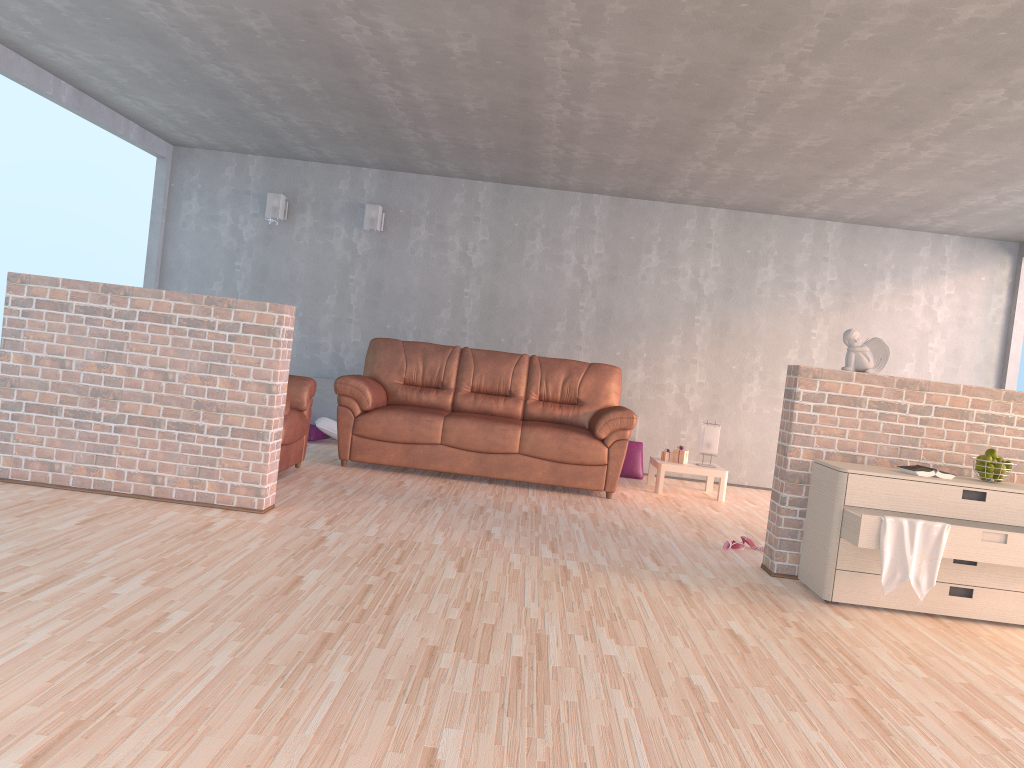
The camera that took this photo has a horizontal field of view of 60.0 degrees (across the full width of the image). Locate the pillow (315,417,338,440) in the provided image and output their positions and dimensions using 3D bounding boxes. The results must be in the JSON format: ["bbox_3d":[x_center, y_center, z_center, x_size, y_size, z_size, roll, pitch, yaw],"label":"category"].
[{"bbox_3d":[-1.544,0.402,7.737,0.357,0.205,0.388,6,2,-12],"label":"pillow"}]

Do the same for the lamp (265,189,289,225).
[{"bbox_3d":[-2.121,-1.590,7.972,0.165,0.319,0.168,7,2,1],"label":"lamp"}]

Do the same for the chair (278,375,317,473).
[{"bbox_3d":[-1.821,0.059,5.718,0.936,0.879,0.970,7,2,0],"label":"chair"}]

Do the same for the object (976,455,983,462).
[{"bbox_3d":[2.210,0.360,4.173,0.049,0.053,0.054,8,2,32],"label":"object"}]

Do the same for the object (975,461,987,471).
[{"bbox_3d":[2.187,0.381,4.135,0.046,0.044,0.046,7,2,-3],"label":"object"}]

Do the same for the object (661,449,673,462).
[{"bbox_3d":[1.286,0.577,7.195,0.152,0.105,0.080,6,2,-30],"label":"object"}]

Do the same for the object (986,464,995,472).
[{"bbox_3d":[2.209,0.388,4.098,0.038,0.040,0.039,7,2,10],"label":"object"}]

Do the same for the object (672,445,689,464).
[{"bbox_3d":[1.355,0.564,7.121,0.099,0.147,0.102,8,2,30],"label":"object"}]

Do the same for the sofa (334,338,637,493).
[{"bbox_3d":[-0.192,0.195,6.793,2.202,0.923,0.981,7,2,1],"label":"sofa"}]

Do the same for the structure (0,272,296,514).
[{"bbox_3d":[-1.889,0.041,4.550,1.422,1.057,0.211,7,2,1],"label":"structure"}]

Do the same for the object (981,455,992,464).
[{"bbox_3d":[2.199,0.349,4.109,0.046,0.045,0.046,7,2,0],"label":"object"}]

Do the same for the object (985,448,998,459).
[{"bbox_3d":[2.244,0.329,4.151,0.054,0.056,0.054,7,2,1],"label":"object"}]

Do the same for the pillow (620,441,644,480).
[{"bbox_3d":[0.992,0.659,7.786,0.327,0.326,0.241,7,2,-5],"label":"pillow"}]

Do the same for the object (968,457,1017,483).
[{"bbox_3d":[2.241,0.408,4.146,0.202,0.104,0.202,7,2,-5],"label":"object"}]

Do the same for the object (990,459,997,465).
[{"bbox_3d":[2.234,0.365,4.123,0.039,0.038,0.039,8,2,30],"label":"object"}]

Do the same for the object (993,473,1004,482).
[{"bbox_3d":[2.266,0.433,4.130,0.046,0.048,0.048,6,2,-10],"label":"object"}]

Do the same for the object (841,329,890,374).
[{"bbox_3d":[1.765,-0.162,4.455,0.216,0.218,0.131,7,2,0],"label":"object"}]

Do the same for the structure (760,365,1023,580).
[{"bbox_3d":[2.055,0.512,4.472,1.422,1.057,0.211,7,2,1],"label":"structure"}]

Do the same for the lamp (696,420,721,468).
[{"bbox_3d":[1.587,0.478,7.145,0.140,0.376,0.140,7,2,1],"label":"lamp"}]

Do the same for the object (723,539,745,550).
[{"bbox_3d":[1.248,0.902,4.985,0.078,0.066,0.192,8,2,37],"label":"object"}]

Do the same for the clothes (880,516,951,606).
[{"bbox_3d":[1.676,0.750,3.735,0.325,0.369,0.097,7,2,2],"label":"clothes"}]

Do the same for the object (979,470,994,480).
[{"bbox_3d":[2.212,0.422,4.136,0.059,0.055,0.060,5,3,-44],"label":"object"}]

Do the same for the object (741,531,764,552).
[{"bbox_3d":[1.395,0.906,5.092,0.188,0.085,0.069,8,2,40],"label":"object"}]

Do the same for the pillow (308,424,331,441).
[{"bbox_3d":[-1.802,0.412,7.718,0.392,0.130,0.365,7,2,21],"label":"pillow"}]

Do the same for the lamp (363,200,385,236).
[{"bbox_3d":[-1.243,-1.485,7.959,0.165,0.319,0.177,7,2,1],"label":"lamp"}]

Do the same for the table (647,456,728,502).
[{"bbox_3d":[1.412,0.763,7.196,0.548,0.241,0.548,7,2,1],"label":"table"}]

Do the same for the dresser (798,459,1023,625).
[{"bbox_3d":[2.262,0.775,4.011,1.686,0.612,0.605,7,2,1],"label":"dresser"}]

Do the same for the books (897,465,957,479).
[{"bbox_3d":[1.912,0.403,4.093,0.209,0.040,0.146,6,2,-9],"label":"books"}]

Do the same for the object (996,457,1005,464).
[{"bbox_3d":[2.280,0.364,4.145,0.043,0.043,0.039,6,2,-13],"label":"object"}]

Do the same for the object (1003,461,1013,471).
[{"bbox_3d":[2.294,0.379,4.106,0.047,0.047,0.046,8,2,39],"label":"object"}]

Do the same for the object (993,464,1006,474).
[{"bbox_3d":[2.251,0.391,4.096,0.057,0.057,0.057,8,2,34],"label":"object"}]
